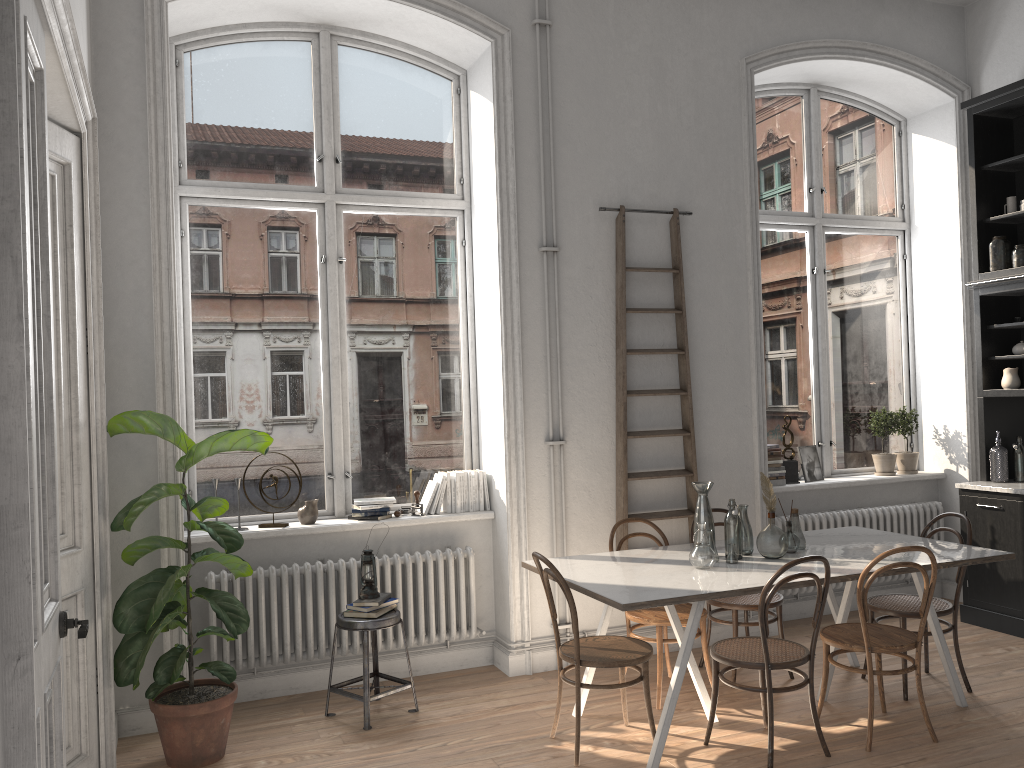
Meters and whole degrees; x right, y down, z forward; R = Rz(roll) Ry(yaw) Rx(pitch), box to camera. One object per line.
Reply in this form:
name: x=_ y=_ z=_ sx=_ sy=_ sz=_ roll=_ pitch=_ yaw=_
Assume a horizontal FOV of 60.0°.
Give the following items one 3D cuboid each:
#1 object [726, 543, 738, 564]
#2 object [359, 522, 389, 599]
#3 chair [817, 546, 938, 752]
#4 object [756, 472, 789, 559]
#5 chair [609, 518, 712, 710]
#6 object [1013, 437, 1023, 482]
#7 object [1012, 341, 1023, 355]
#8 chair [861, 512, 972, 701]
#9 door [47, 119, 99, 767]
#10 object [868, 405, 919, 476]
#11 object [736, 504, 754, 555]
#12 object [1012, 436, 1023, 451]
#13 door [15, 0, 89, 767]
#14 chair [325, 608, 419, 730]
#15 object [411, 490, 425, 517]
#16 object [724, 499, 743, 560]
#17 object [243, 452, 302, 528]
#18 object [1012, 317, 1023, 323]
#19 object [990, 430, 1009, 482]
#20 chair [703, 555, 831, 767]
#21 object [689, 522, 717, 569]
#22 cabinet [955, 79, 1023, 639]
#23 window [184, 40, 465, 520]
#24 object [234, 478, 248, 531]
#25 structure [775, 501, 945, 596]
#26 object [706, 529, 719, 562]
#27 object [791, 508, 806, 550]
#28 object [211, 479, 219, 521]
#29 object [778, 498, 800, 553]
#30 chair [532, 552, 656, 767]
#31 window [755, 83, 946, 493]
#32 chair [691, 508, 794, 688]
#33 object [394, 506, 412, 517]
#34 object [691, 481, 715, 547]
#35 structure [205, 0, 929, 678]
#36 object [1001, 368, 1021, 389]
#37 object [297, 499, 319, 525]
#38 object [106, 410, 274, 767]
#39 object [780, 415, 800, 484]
object: x=1.086 y=0.838 z=4.381 sx=0.058 sy=0.094 sz=0.058 roll=-2 pitch=-1 yaw=7
object: x=-0.746 y=0.942 z=4.742 sx=0.154 sy=0.383 sz=0.163 roll=-2 pitch=-1 yaw=42
chair: x=1.708 y=1.182 z=4.170 sx=0.438 sy=0.920 sz=0.549 roll=-2 pitch=-1 yaw=-10
object: x=1.310 y=0.656 z=4.480 sx=0.157 sy=0.446 sz=0.157 roll=-2 pitch=0 yaw=-3
chair: x=0.814 y=1.222 z=4.868 sx=0.438 sy=0.920 sz=0.549 roll=-2 pitch=-1 yaw=-23
object: x=3.446 y=0.512 z=6.015 sx=0.086 sy=0.301 sz=0.086 roll=-2 pitch=-1 yaw=-36
object: x=3.479 y=-0.244 z=6.048 sx=0.140 sy=0.100 sz=0.125 roll=-1 pitch=-1 yaw=-40
chair: x=2.205 y=1.175 z=4.819 sx=0.549 sy=0.920 sz=0.438 roll=-2 pitch=-1 yaw=-9
door: x=-1.822 y=0.334 z=3.264 sx=0.216 sy=2.814 sz=1.097 roll=-2 pitch=0 yaw=3
object: x=2.905 y=0.427 z=6.745 sx=0.500 sy=0.524 sz=0.234 roll=-1 pitch=-1 yaw=-32
object: x=1.201 y=0.757 z=4.608 sx=0.098 sy=0.255 sz=0.100 roll=-1 pitch=-1 yaw=-45
object: x=3.506 y=0.511 z=6.123 sx=0.086 sy=0.301 sz=0.086 roll=-2 pitch=0 yaw=-7
door: x=-1.244 y=0.298 z=2.242 sx=0.216 sy=2.814 sz=1.097 roll=-2 pitch=-1 yaw=-20
chair: x=-0.743 y=1.468 z=4.662 sx=0.360 sy=0.522 sz=0.364 roll=-2 pitch=-1 yaw=42
object: x=-0.568 y=0.715 z=5.317 sx=0.088 sy=0.153 sz=0.048 roll=-2 pitch=-1 yaw=39
object: x=1.121 y=0.734 z=4.500 sx=0.086 sy=0.301 sz=0.086 roll=-2 pitch=-1 yaw=-36
object: x=-1.362 y=0.601 z=5.052 sx=0.347 sy=0.425 sz=0.087 roll=-2 pitch=0 yaw=11
object: x=3.492 y=-0.434 z=6.116 sx=0.071 sy=0.047 sz=0.071 roll=-2 pitch=-1 yaw=16
object: x=3.311 y=0.490 z=6.032 sx=0.109 sy=0.349 sz=0.109 roll=-2 pitch=-1 yaw=-40
chair: x=1.150 y=1.197 z=3.990 sx=0.438 sy=0.920 sz=0.549 roll=-2 pitch=-1 yaw=-26
object: x=0.920 y=0.779 z=4.283 sx=0.132 sy=0.219 sz=0.132 roll=-2 pitch=-1 yaw=-32
cabinet: x=3.872 y=-0.214 z=4.683 sx=0.635 sy=3.583 sz=3.251 roll=-2 pitch=-1 yaw=-21
window: x=-1.096 y=-0.660 z=5.385 sx=1.622 sy=2.843 sz=0.013 roll=-2 pitch=0 yaw=-21
object: x=-1.529 y=0.673 z=4.963 sx=0.095 sy=0.289 sz=0.095 roll=-2 pitch=0 yaw=1
structure: x=2.469 y=1.169 z=6.383 sx=1.577 sy=0.552 sz=0.194 roll=-2 pitch=-1 yaw=-21
object: x=0.994 y=0.810 z=4.448 sx=0.083 sy=0.158 sz=0.083 roll=-2 pitch=-1 yaw=-26
object: x=1.509 y=0.770 z=4.721 sx=0.101 sy=0.212 sz=0.101 roll=-2 pitch=-1 yaw=18
object: x=-1.659 y=0.677 z=4.974 sx=0.095 sy=0.289 sz=0.095 roll=-2 pitch=0 yaw=10
object: x=1.442 y=0.735 z=4.614 sx=0.107 sy=0.283 sz=0.107 roll=-2 pitch=-1 yaw=-26
chair: x=0.383 y=1.225 z=4.130 sx=0.549 sy=0.920 sz=0.438 roll=-2 pitch=-1 yaw=-13
window: x=6.935 y=-5.175 z=11.827 sx=14.384 sy=15.934 sz=26.402 roll=-2 pitch=-1 yaw=-21
chair: x=1.319 y=1.210 z=5.150 sx=0.438 sy=0.920 sz=0.549 roll=-2 pitch=-1 yaw=-14
object: x=-0.666 y=0.770 z=5.338 sx=0.088 sy=0.048 sz=0.153 roll=-2 pitch=-1 yaw=18
object: x=0.988 y=0.699 z=4.569 sx=0.116 sy=0.383 sz=0.116 roll=-2 pitch=0 yaw=-10
structure: x=0.721 y=-0.540 z=5.655 sx=5.181 sy=4.473 sz=0.340 roll=-2 pitch=0 yaw=-21
object: x=3.392 y=-0.037 z=6.026 sx=0.127 sy=0.144 sz=0.115 roll=-1 pitch=-1 yaw=-43
object: x=-1.176 y=0.736 z=5.117 sx=0.102 sy=0.142 sz=0.100 roll=-2 pitch=-1 yaw=43
object: x=0.940 y=0.755 z=4.842 sx=5.827 sy=1.842 sz=0.792 roll=-2 pitch=-1 yaw=-16
object: x=1.990 y=0.469 z=6.383 sx=0.122 sy=0.488 sz=0.102 roll=-2 pitch=0 yaw=3
